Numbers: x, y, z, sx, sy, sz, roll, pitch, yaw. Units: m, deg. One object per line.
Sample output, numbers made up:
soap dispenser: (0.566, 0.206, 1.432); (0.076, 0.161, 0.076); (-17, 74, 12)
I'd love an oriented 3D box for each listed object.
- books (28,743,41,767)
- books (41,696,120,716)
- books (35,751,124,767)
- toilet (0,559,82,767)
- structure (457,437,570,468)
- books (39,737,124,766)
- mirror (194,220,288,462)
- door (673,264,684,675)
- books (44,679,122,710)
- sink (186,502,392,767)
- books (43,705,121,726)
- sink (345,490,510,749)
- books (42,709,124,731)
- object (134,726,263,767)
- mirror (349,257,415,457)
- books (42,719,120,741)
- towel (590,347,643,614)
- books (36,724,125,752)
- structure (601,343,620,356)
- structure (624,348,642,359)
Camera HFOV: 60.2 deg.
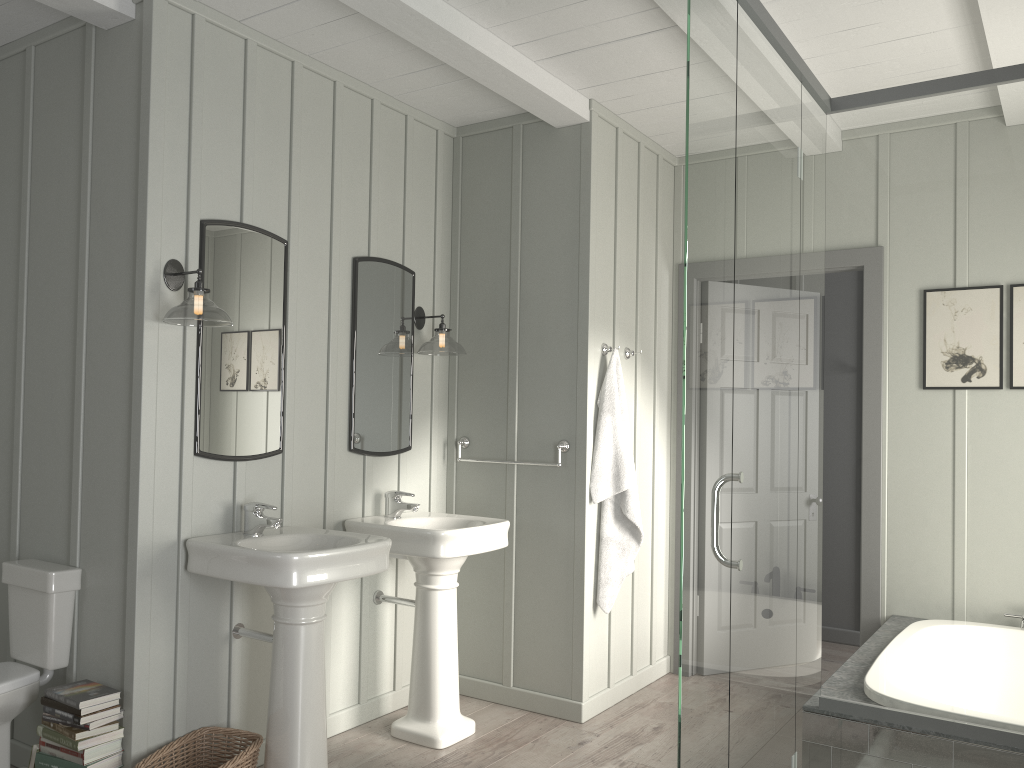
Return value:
books: (-1.550, 1.310, 2.984); (0.094, 0.235, 0.164); (0, -2, 33)
books: (-1.415, 1.039, 2.899); (0.214, 0.024, 0.145); (0, -3, 30)
books: (-1.418, 1.233, 2.900); (0.235, 0.053, 0.155); (0, -3, 24)
toilet: (-1.781, 1.027, 2.978); (0.343, 0.787, 0.507); (0, -2, 33)
structure: (-0.012, 0.317, 4.145); (0.622, 0.123, 0.053); (0, -2, 34)
books: (-1.414, 1.181, 2.905); (0.230, 0.051, 0.150); (0, -3, 29)
mirror: (-0.995, -0.155, 3.281); (0.015, 0.884, 0.410); (0, -2, 33)
door: (-0.585, 0.310, 2.113); (4.403, 2.195, 7.526); (0, -3, 33)
books: (-1.405, 1.015, 2.893); (0.214, 0.024, 0.145); (0, -3, 35)
sink: (-0.779, 0.937, 3.109); (0.586, 1.013, 0.551); (0, -2, 33)
books: (-1.406, 1.064, 2.892); (0.214, 0.024, 0.145); (0, -3, 33)
sink: (-0.356, 0.974, 3.770); (0.586, 1.013, 0.551); (0, -2, 33)
books: (-1.407, 1.089, 2.905); (0.213, 0.025, 0.146); (0, -3, 23)
object: (-1.031, 1.322, 2.924); (0.297, 0.220, 0.457); (1, -2, 14)
mirror: (-0.571, -0.118, 3.946); (0.015, 0.884, 0.410); (0, -2, 33)
books: (-1.417, 1.112, 2.901); (0.241, 0.024, 0.143); (-1, -3, 39)
towel: (0.501, 0.437, 4.032); (0.167, 1.204, 0.308); (0, -2, 38)
books: (-1.415, 1.139, 2.899); (0.243, 0.032, 0.164); (0, -3, 34)
structure: (0.459, -0.160, 4.075); (0.082, 0.056, 0.055); (0, -2, 34)
structure: (0.590, -0.149, 4.281); (0.082, 0.056, 0.055); (0, -2, 34)
